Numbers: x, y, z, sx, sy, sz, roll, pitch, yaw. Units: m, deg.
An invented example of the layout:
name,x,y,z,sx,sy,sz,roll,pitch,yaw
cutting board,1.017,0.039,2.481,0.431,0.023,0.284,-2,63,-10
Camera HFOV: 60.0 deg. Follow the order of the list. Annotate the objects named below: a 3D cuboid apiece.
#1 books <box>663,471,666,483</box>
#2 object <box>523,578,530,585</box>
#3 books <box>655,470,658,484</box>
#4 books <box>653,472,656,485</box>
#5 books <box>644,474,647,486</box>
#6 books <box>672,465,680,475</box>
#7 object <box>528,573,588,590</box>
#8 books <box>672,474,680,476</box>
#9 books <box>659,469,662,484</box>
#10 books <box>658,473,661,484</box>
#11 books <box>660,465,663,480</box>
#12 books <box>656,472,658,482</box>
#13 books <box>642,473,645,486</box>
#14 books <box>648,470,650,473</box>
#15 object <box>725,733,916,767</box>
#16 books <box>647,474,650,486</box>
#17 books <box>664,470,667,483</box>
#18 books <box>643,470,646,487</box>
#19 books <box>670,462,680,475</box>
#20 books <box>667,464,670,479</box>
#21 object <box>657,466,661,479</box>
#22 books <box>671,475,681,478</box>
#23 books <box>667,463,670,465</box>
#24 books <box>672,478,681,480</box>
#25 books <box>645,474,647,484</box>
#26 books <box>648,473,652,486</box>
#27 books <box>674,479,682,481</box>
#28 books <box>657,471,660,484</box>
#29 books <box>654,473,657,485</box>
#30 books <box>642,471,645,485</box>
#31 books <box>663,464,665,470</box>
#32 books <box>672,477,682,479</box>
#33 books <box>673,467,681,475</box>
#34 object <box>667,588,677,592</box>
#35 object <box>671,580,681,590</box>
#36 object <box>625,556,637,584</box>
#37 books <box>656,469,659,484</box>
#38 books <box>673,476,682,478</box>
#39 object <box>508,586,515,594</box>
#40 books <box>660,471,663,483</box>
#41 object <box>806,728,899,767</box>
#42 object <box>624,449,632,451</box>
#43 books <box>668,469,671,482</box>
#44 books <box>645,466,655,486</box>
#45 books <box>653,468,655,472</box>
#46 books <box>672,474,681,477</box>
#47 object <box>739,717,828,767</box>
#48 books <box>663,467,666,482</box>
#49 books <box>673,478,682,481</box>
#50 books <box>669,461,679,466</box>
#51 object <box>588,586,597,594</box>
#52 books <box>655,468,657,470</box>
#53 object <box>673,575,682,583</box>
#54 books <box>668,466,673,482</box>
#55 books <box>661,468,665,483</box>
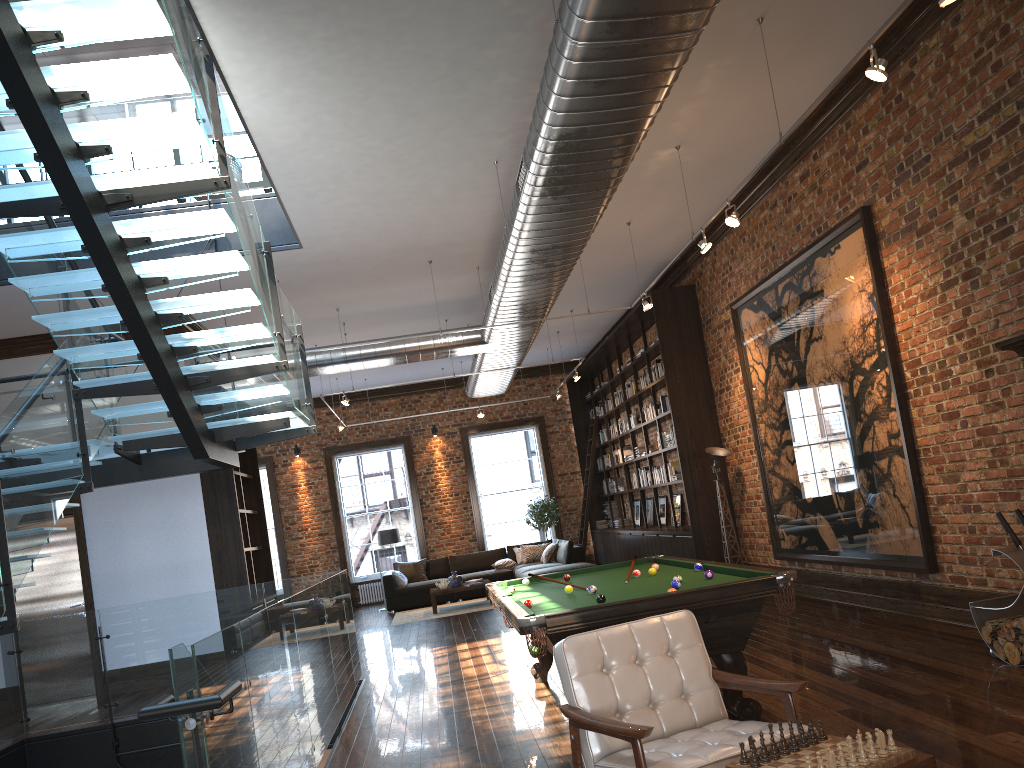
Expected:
name,x,y,z,sx,sy,sz,roll,pitch,yaw
books,2.472,1.414,13.929,0.181,0.260,0.012,-9,-4,-6
object,0.114,1.613,7.226,0.057,0.057,0.058,-9,-6,-5
books,2.420,1.510,14.428,0.167,0.233,0.032,-9,-4,-6
books,2.412,1.546,14.618,0.153,0.219,0.034,-9,-4,-6
books,2.357,1.629,15.099,0.179,0.205,0.012,-8,-4,-6
books,2.525,1.359,13.497,0.141,0.227,0.032,-9,-4,-6
object,0.331,1.501,6.763,0.028,0.071,1.623,-8,-8,-14
books,2.484,1.350,13.230,0.161,0.012,0.308,-9,-8,1
books,2.444,1.467,14.176,0.165,0.236,0.034,-9,-4,-6
books,2.438,1.500,14.208,0.174,0.183,0.034,-8,-4,-6
books,2.457,1.427,14.104,0.151,0.290,0.031,-9,-4,-6
books,2.437,1.516,14.398,0.169,0.207,0.028,-8,-4,-6
books,2.350,1.624,15.361,0.154,0.292,0.030,-9,-4,-6
books,2.387,1.562,14.852,0.176,0.255,0.014,-9,-4,-6
object,0.919,1.134,2.661,0.386,0.028,0.393,-4,-10,-31
books,2.384,1.596,14.901,0.191,0.204,0.025,-8,-4,-6
books,2.479,1.427,13.836,0.183,0.206,0.029,-8,-4,-6
books,2.351,1.602,15.188,0.184,0.286,0.016,-9,-4,-6
books,2.518,1.335,13.522,0.159,0.283,0.014,-9,-4,-6
books,2.495,1.367,13.667,0.175,0.270,0.031,-9,-4,-6
object,2.432,1.463,14.287,0.166,0.281,0.015,-9,-4,-6
books,2.486,1.374,13.229,0.160,0.012,0.301,-8,-8,-6
books,2.491,1.368,13.747,0.137,0.292,0.017,-9,-4,-6
books,2.500,1.408,13.226,0.161,0.012,0.306,-9,-8,-1
books,2.357,1.595,15.024,0.186,0.250,0.051,-9,-4,-6
books,2.387,1.578,14.827,0.190,0.216,0.033,-8,-4,-6
books,2.502,1.432,13.225,0.159,0.012,0.341,-8,-8,-4
books,2.437,1.488,14.239,0.174,0.216,0.027,-8,-4,-6
books,2.425,1.544,14.551,0.158,0.200,0.028,-8,-4,-6
books,2.349,1.612,15.244,0.184,0.283,0.015,-9,-4,-6
books,2.473,1.386,13.860,0.177,0.295,0.015,-9,-4,-6
books,2.496,1.397,13.227,0.159,0.012,0.341,-8,-8,-4
books,2.531,1.362,13.463,0.136,0.209,0.036,-9,-4,-6
object,0.871,1.137,4.812,0.057,0.057,0.057,-10,-6,12
object,0.964,1.182,5.218,0.057,0.056,0.057,-9,-6,-1
object,0.917,1.417,6.823,0.028,0.071,1.615,-10,-8,9
books,2.436,1.484,14.310,0.179,0.244,0.032,-9,-4,-6
books,2.499,1.384,13.228,0.161,0.012,0.305,-9,-8,-2
object,-0.004,1.546,6.644,0.057,0.056,0.057,-8,-6,-7
books,2.449,1.480,14.129,0.165,0.195,0.027,-8,-4,-6
object,0.974,1.047,2.554,0.333,0.100,0.076,-4,-7,-31
object,2.178,1.342,16.508,0.134,0.235,0.010,-9,-4,-6
books,2.493,1.391,13.623,0.169,0.211,0.050,-8,-4,-6
books,2.358,1.557,14.994,0.186,0.315,0.015,-9,-4,-6
books,2.412,1.515,14.646,0.131,0.289,0.016,-9,-4,-6
books,2.493,1.360,13.229,0.159,0.012,0.341,-9,-8,-3
object,0.845,1.100,2.776,0.333,0.100,0.076,-4,-7,-31
books,2.466,1.410,13.906,0.161,0.263,0.033,-9,-4,-6
books,2.505,1.420,13.226,0.159,0.012,0.342,-9,-8,-2
books,2.511,1.338,13.585,0.149,0.299,0.013,-9,-4,-6
object,0.517,1.323,5.695,0.057,0.056,0.057,-5,-7,-36
books,2.425,1.492,14.452,0.145,0.274,0.013,-9,-4,-6
object,1.025,1.211,5.486,0.057,0.057,0.057,-13,-7,33
books,2.492,1.364,13.555,0.176,0.245,0.039,-9,-4,-6
books,2.461,1.431,13.978,0.191,0.244,0.031,-8,-4,-6
